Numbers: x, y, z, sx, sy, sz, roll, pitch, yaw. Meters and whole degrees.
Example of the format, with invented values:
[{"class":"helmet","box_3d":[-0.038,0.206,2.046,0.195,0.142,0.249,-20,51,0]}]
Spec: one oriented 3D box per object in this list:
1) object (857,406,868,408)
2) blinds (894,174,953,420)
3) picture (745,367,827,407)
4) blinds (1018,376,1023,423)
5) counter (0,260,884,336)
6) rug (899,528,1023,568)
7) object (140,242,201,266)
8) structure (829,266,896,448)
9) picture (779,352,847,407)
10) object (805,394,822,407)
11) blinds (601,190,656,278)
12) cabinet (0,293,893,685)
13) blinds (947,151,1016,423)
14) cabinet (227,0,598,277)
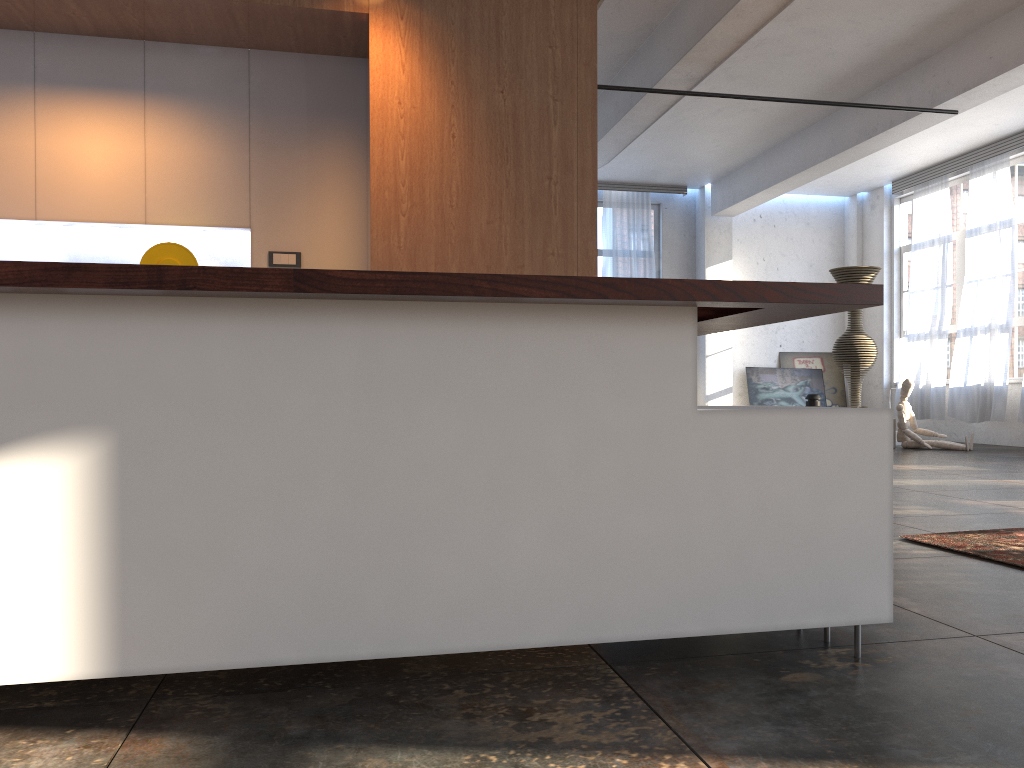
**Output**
[{"class":"object","box_3d":[4.200,0.570,10.613,0.237,0.600,0.222,0,0,16]},{"class":"blinds","box_3d":[6.022,-1.325,12.891,0.342,3.698,1.024,0,1,-14]},{"class":"picture","box_3d":[4.511,0.289,14.457,1.446,1.142,0.301,0,0,-15]},{"class":"blinds","box_3d":[6.496,-1.345,10.427,0.364,3.675,1.022,0,1,-12]},{"class":"counter","box_3d":[-2.482,0.257,1.938,6.716,0.971,1.131,0,0,-13]},{"class":"rug","box_3d":[3.032,0.711,3.048,1.871,0.029,2.859,0,-1,-11]},{"class":"object","box_3d":[-1.605,-0.473,4.183,0.277,0.381,0.098,0,1,-13]},{"class":"structure","box_3d":[4.477,-0.328,11.545,0.683,2.327,0.743,0,0,-12]},{"class":"picture","box_3d":[5.015,0.162,14.674,1.158,1.387,0.251,0,1,-13]},{"class":"object","box_3d":[3.886,0.478,11.422,0.433,0.693,0.452,0,0,43]},{"class":"blinds","box_3d":[1.920,-1.380,13.421,1.067,3.502,0.990,0,1,-11]},{"class":"cabinet","box_3d":[-1.878,0.286,2.067,5.700,0.930,0.913,0,0,-13]},{"class":"blinds","box_3d":[6.256,-1.330,11.734,0.318,3.714,1.015,0,1,-12]},{"class":"cabinet","box_3d":[-3.792,-0.673,4.511,8.180,2.563,2.357,0,0,-13]}]
